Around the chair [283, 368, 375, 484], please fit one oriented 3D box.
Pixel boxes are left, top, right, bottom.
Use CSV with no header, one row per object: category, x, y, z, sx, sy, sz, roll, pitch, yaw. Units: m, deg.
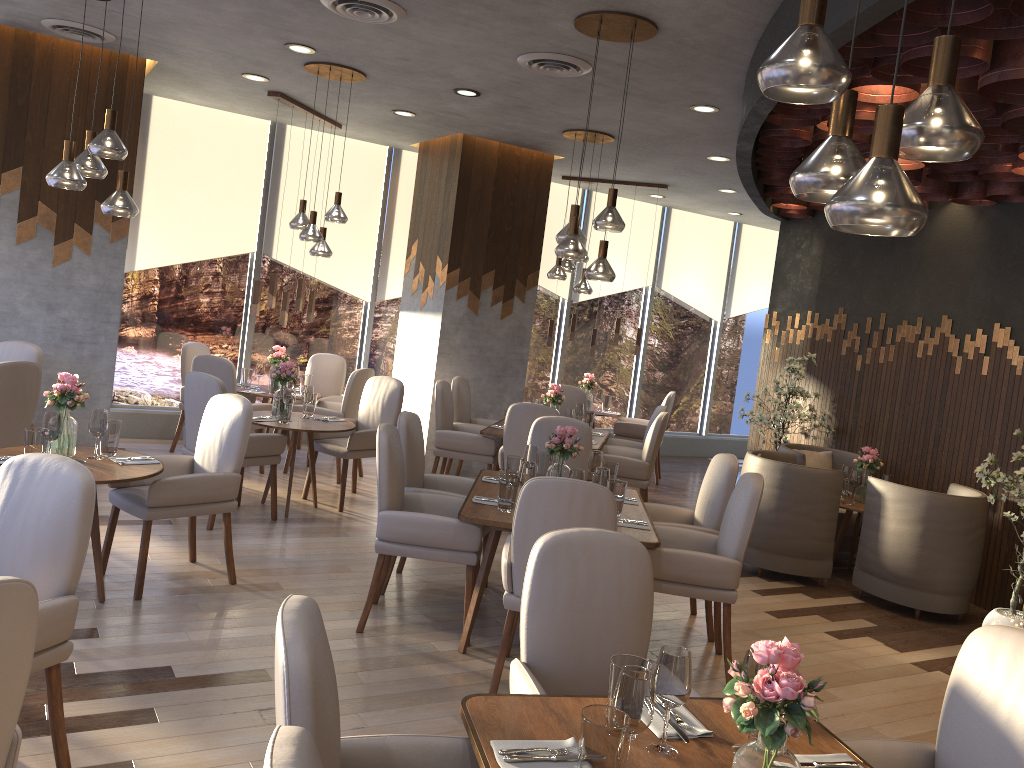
chair,-1.588,0.315,7.819,0.600,0.999,0.528,8,3,16

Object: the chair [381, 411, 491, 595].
chair,-0.402,0.691,5.083,0.600,0.999,0.529,7,3,5

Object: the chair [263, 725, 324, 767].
chair,-0.112,1.039,1.312,0.599,0.999,0.529,6,3,-17

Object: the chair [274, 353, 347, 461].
chair,-1.955,0.205,8.601,0.529,0.999,0.600,8,3,16

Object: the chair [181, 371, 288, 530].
chair,-1.924,0.420,6.040,0.529,0.999,0.599,9,4,35

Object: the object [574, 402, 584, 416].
object,0.587,0.291,7.892,0.092,0.244,0.092,5,4,-35

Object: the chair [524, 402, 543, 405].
chair,0.186,0.357,10.005,0.600,0.999,0.529,8,3,12

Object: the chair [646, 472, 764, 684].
chair,0.885,0.905,4.443,0.600,0.999,0.529,7,3,6

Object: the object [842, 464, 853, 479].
object,2.531,0.737,6.715,0.092,0.244,0.092,9,4,36

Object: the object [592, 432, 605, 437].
object,0.684,0.426,7.776,0.255,0.019,0.157,8,5,13

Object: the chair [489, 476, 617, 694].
chair,0.208,0.862,3.935,0.528,0.999,0.600,7,3,5

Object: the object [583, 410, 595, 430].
object,0.683,0.332,7.938,0.102,0.178,0.102,10,4,39

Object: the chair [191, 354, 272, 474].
chair,-2.370,0.253,7.378,0.529,0.999,0.600,8,4,19

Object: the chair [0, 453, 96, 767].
chair,-1.646,0.736,2.648,0.529,0.999,0.600,9,4,22

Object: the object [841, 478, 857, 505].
object,2.435,0.782,6.426,0.102,0.178,0.102,8,3,17

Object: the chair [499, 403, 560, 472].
chair,0.168,0.623,6.765,0.529,0.999,0.600,8,3,13

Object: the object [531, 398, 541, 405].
object,0.204,0.246,7.853,0.092,0.244,0.092,9,4,37

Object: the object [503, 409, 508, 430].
object,-0.022,0.301,7.249,0.102,0.178,0.102,8,3,18

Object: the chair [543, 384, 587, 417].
chair,0.444,0.523,8.396,0.528,0.999,0.600,8,3,7

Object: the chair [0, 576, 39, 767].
chair,-1.373,0.838,1.829,0.601,0.999,0.528,9,4,25

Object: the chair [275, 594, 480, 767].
chair,-0.239,0.977,1.862,0.599,0.999,0.529,6,3,-11

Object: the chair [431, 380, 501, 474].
chair,-0.391,0.498,7.425,0.600,0.999,0.529,8,3,7

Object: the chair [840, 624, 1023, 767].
chair,1.030,1.111,2.174,0.599,0.999,0.530,6,3,-19

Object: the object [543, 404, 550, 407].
object,0.322,0.278,8.043,0.102,0.178,0.102,7,3,5

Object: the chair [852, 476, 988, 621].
chair,2.790,1.103,5.919,0.773,0.836,0.597,6,4,-16

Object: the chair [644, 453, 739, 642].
chair,0.901,0.860,5.011,0.599,0.999,0.529,7,3,-2

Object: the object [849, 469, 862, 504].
object,2.515,0.753,6.503,0.092,0.244,0.092,9,4,33

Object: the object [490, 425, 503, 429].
object,-0.047,0.364,7.418,0.255,0.019,0.157,8,5,12

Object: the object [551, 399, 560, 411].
object,0.376,0.260,7.945,0.092,0.244,0.092,7,3,-10

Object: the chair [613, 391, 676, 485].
chair,1.425,0.538,9.707,0.600,0.999,0.528,8,3,12

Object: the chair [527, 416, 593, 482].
chair,0.273,0.733,5.601,0.528,0.999,0.601,7,3,0

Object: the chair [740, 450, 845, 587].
chair,1.939,0.951,6.464,0.595,0.836,0.776,7,4,-11

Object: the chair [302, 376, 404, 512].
chair,-1.220,0.432,6.963,0.529,0.999,0.599,10,4,36

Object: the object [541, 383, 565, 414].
object,0.352,0.202,7.603,0.210,0.415,0.197,10,4,37

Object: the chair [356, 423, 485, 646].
chair,-0.439,0.733,4.519,0.600,0.999,0.529,7,3,0

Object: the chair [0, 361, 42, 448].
chair,-3.219,0.319,5.302,0.600,0.999,0.528,8,3,16

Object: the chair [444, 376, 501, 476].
chair,-0.283,0.466,7.980,0.600,0.999,0.528,8,3,13

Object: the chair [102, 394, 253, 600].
chair,-1.766,0.549,4.720,0.529,0.999,0.599,10,4,41

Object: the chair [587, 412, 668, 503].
chair,0.902,0.681,7.184,0.600,0.999,0.528,8,3,13

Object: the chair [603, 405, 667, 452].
chair,0.989,0.645,7.747,0.600,0.999,0.529,7,3,5

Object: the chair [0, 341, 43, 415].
chair,-3.616,0.205,6.067,0.529,0.999,0.600,8,3,13

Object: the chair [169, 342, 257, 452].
chair,-2.731,0.146,8.134,0.600,0.999,0.528,8,3,13

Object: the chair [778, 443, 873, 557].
chair,2.437,0.949,7.249,0.773,0.836,0.597,6,4,-21

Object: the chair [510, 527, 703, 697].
chair,0.266,0.983,2.558,0.528,0.999,0.601,6,3,-17
